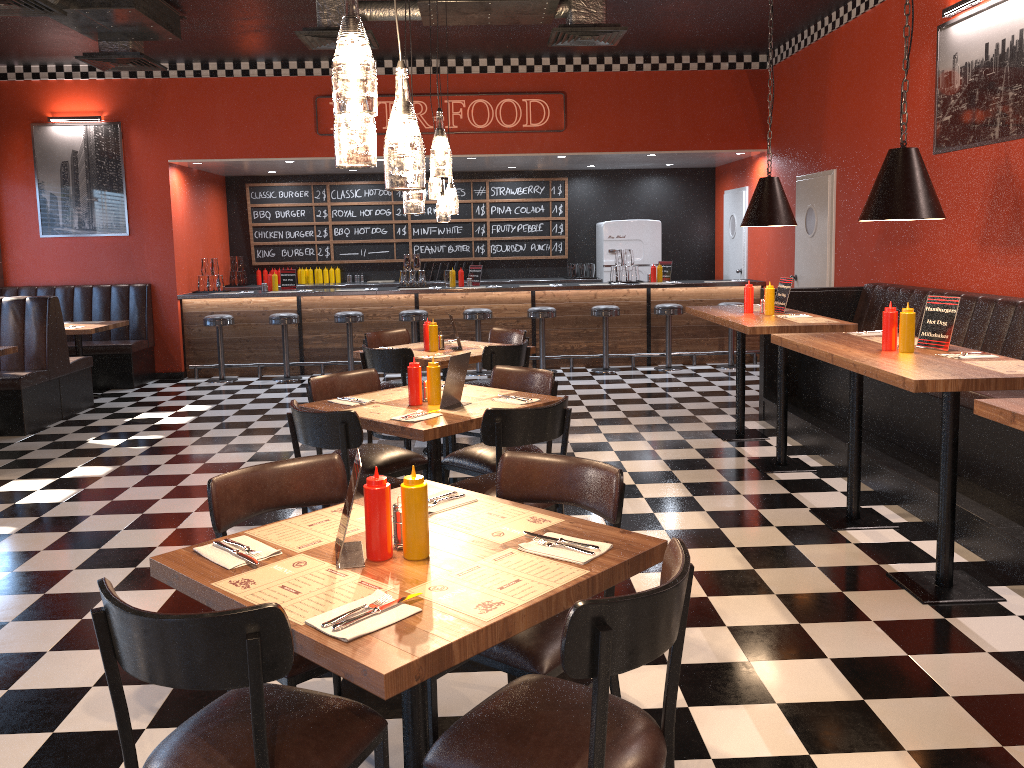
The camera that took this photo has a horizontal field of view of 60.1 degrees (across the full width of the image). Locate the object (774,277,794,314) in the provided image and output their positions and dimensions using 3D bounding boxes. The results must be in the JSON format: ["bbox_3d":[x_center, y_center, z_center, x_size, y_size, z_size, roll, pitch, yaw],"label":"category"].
[{"bbox_3d":[1.963,-0.644,6.430,0.072,0.255,0.189,-3,8,-11],"label":"object"}]

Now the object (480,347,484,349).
[{"bbox_3d":[-0.132,-0.270,6.547,0.255,0.019,0.158,6,12,37],"label":"object"}]

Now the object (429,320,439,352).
[{"bbox_3d":[-0.572,-0.357,6.455,0.068,0.236,0.068,0,7,13],"label":"object"}]

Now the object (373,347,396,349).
[{"bbox_3d":[-0.909,-0.264,6.608,0.158,0.019,0.256,-10,13,-42],"label":"object"}]

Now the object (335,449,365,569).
[{"bbox_3d":[-0.420,0.315,2.268,0.072,0.255,0.189,-3,8,-12],"label":"object"}]

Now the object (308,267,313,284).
[{"bbox_3d":[-2.886,-1.557,12.702,0.068,0.236,0.068,-2,7,-4],"label":"object"}]

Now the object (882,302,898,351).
[{"bbox_3d":[1.826,-0.280,4.280,0.068,0.236,0.068,1,7,18],"label":"object"}]

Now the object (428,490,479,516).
[{"bbox_3d":[-0.242,0.361,2.701,0.158,0.019,0.256,8,13,44],"label":"object"}]

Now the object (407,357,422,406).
[{"bbox_3d":[-0.477,-0.015,4.352,0.068,0.236,0.068,-1,7,3],"label":"object"}]

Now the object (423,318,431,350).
[{"bbox_3d":[-0.620,-0.369,6.535,0.068,0.236,0.068,5,9,40],"label":"object"}]

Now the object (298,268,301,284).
[{"bbox_3d":[-3.040,-1.556,12.716,0.068,0.236,0.068,-4,8,-25],"label":"object"}]

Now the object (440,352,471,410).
[{"bbox_3d":[-0.273,-0.019,4.289,0.072,0.255,0.189,2,9,28],"label":"object"}]

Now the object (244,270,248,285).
[{"bbox_3d":[-3.824,-1.514,12.642,0.105,0.208,0.106,-3,8,-17],"label":"object"}]

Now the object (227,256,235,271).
[{"bbox_3d":[-3.944,-1.687,12.433,0.105,0.208,0.106,-3,8,-17],"label":"object"}]

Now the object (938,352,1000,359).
[{"bbox_3d":[2.059,-0.134,4.034,0.255,0.019,0.158,-2,9,-5],"label":"object"}]

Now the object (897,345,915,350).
[{"bbox_3d":[1.920,-0.235,4.313,0.047,0.135,0.094,-3,8,-12],"label":"object"}]

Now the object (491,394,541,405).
[{"bbox_3d":[0.004,0.073,4.428,0.255,0.019,0.158,8,13,44],"label":"object"}]

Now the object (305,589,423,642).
[{"bbox_3d":[-0.305,0.490,1.921,0.158,0.019,0.256,7,13,42],"label":"object"}]

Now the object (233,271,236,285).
[{"bbox_3d":[-3.941,-1.491,12.516,0.105,0.208,0.106,-3,8,-17],"label":"object"}]

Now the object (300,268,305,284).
[{"bbox_3d":[-2.988,-1.544,12.640,0.068,0.236,0.068,-5,8,-25],"label":"object"}]

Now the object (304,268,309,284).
[{"bbox_3d":[-2.953,-1.561,12.735,0.068,0.236,0.068,-1,7,0],"label":"object"}]

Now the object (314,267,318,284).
[{"bbox_3d":[-2.808,-1.566,12.751,0.068,0.236,0.068,-5,8,-25],"label":"object"}]

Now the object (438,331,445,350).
[{"bbox_3d":[-0.526,-0.324,6.568,0.047,0.135,0.094,-3,8,-12],"label":"object"}]

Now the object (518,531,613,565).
[{"bbox_3d":[0.121,0.417,2.312,0.255,0.019,0.158,6,11,36],"label":"object"}]

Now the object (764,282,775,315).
[{"bbox_3d":[1.825,-0.606,6.276,0.068,0.236,0.068,-5,8,-27],"label":"object"}]

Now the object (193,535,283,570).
[{"bbox_3d":[-0.705,0.435,2.306,0.158,0.019,0.256,-10,13,-43],"label":"object"}]

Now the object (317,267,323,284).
[{"bbox_3d":[-2.753,-1.558,12.690,0.068,0.236,0.068,-5,8,-25],"label":"object"}]

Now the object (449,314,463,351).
[{"bbox_3d":[-0.417,-0.386,6.550,0.072,0.255,0.189,-3,8,-12],"label":"object"}]

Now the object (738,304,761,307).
[{"bbox_3d":[1.901,-0.627,7.069,0.255,0.019,0.158,-2,9,-5],"label":"object"}]

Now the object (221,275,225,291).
[{"bbox_3d":[-3.634,-1.255,11.037,0.105,0.208,0.106,-3,8,-17],"label":"object"}]

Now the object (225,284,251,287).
[{"bbox_3d":[-3.878,-1.394,12.514,0.273,0.018,0.439,-2,9,-2],"label":"object"}]

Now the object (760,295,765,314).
[{"bbox_3d":[1.826,-0.574,6.398,0.047,0.135,0.094,-3,8,-11],"label":"object"}]

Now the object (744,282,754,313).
[{"bbox_3d":[1.731,-0.637,6.477,0.068,0.236,0.068,-5,8,-27],"label":"object"}]

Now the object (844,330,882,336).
[{"bbox_3d":[1.998,-0.289,4.993,0.255,0.019,0.158,-2,9,-5],"label":"object"}]

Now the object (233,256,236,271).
[{"bbox_3d":[-3.937,-1.707,12.550,0.105,0.208,0.106,-3,8,-17],"label":"object"}]

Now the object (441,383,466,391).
[{"bbox_3d":[-0.386,0.013,4.846,0.256,0.019,0.158,-10,13,-44],"label":"object"}]

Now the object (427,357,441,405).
[{"bbox_3d":[-0.384,-0.017,4.353,0.068,0.236,0.068,-1,7,3],"label":"object"}]

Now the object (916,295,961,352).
[{"bbox_3d":[2.062,-0.296,4.288,0.072,0.255,0.189,-4,8,-22],"label":"object"}]

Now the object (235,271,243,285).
[{"bbox_3d":[-3.827,-1.476,12.410,0.105,0.208,0.106,-3,8,-17],"label":"object"}]

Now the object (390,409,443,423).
[{"bbox_3d":[-0.425,0.140,4.073,0.158,0.019,0.256,5,11,35],"label":"object"}]

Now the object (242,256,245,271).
[{"bbox_3d":[-3.846,-1.710,12.557,0.105,0.208,0.106,-3,8,-17],"label":"object"}]

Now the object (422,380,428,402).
[{"bbox_3d":[-0.415,0.019,4.456,0.094,0.135,0.047,-8,10,-42],"label":"object"}]

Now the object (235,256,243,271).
[{"bbox_3d":[-3.832,-1.691,12.442,0.105,0.208,0.106,-3,8,-17],"label":"object"}]

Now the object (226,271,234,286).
[{"bbox_3d":[-3.943,-1.471,12.395,0.105,0.208,0.106,-3,8,-17],"label":"object"}]

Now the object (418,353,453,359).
[{"bbox_3d":[-0.521,-0.200,6.166,0.158,0.019,0.256,8,13,43],"label":"object"}]

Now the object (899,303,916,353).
[{"bbox_3d":[1.874,-0.268,4.200,0.068,0.236,0.068,0,7,7],"label":"object"}]

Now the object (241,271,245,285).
[{"bbox_3d":[-3.832,-1.495,12.528,0.105,0.208,0.106,-3,8,-17],"label":"object"}]

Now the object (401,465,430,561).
[{"bbox_3d":[-0.247,0.323,2.251,0.068,0.236,0.068,-1,7,3],"label":"object"}]

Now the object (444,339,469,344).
[{"bbox_3d":[-0.478,-0.335,6.984,0.256,0.019,0.158,-10,13,-43],"label":"object"}]

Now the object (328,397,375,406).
[{"bbox_3d":[-0.796,0.083,4.472,0.255,0.019,0.158,7,12,42],"label":"object"}]

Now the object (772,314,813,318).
[{"bbox_3d":[1.930,-0.472,6.116,0.255,0.019,0.158,-2,9,-5],"label":"object"}]

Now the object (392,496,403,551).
[{"bbox_3d":[-0.293,0.362,2.344,0.047,0.135,0.094,-3,8,-12],"label":"object"}]

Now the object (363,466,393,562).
[{"bbox_3d":[-0.340,0.326,2.250,0.068,0.236,0.068,-1,7,3],"label":"object"}]

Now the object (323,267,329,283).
[{"bbox_3d":[-2.673,-1.565,12.727,0.068,0.236,0.068,-2,7,-4],"label":"object"}]
